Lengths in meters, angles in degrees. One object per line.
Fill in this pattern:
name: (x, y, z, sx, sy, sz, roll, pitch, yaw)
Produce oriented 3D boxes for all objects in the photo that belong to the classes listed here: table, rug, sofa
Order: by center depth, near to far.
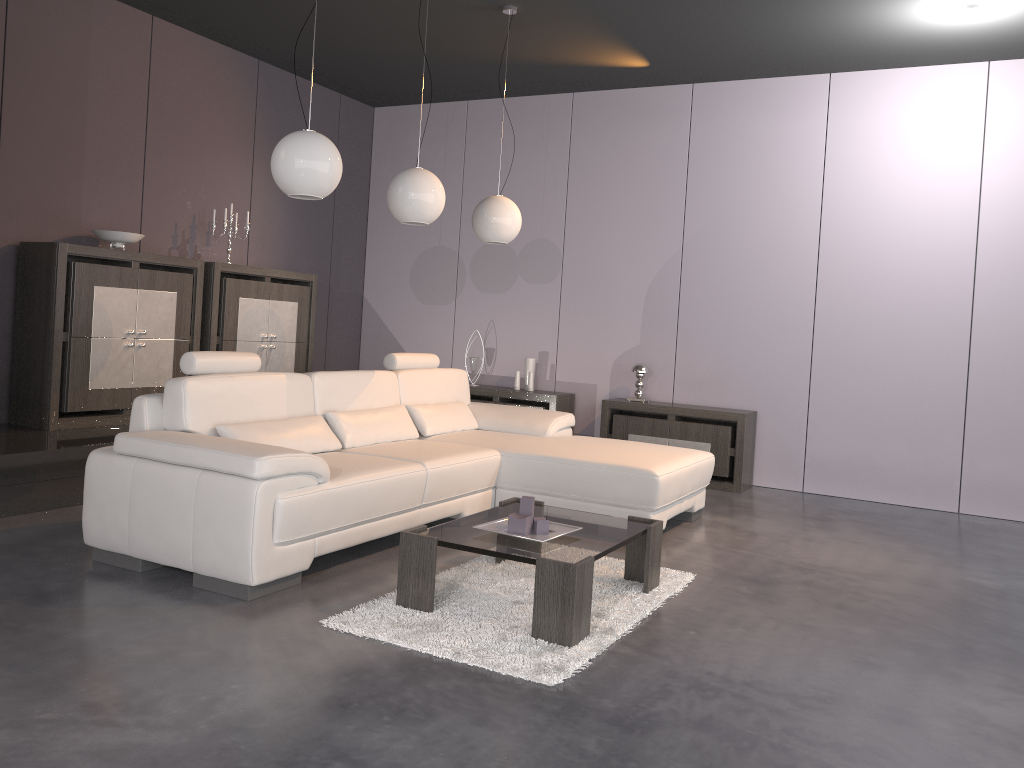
rug: (0.081, 0.825, 3.451, 0.918, 0.023, 1.526, 5, 4, 27)
table: (0.105, 0.688, 3.458, 0.702, 0.270, 0.905, 5, 4, 27)
sofa: (-0.263, 0.323, 4.419, 1.871, 0.858, 2.862, 5, 4, 27)

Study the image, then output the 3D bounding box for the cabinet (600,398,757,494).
cabinet: (1.211, 0.435, 6.542, 1.074, 0.554, 0.377, 5, 2, 27)

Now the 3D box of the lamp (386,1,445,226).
lamp: (-0.467, -1.545, 4.631, 0.307, 1.414, 0.307, 4, 1, 31)

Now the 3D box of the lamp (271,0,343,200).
lamp: (-0.863, -1.523, 3.873, 0.307, 1.414, 0.307, 3, 1, -5)

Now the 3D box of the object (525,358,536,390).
object: (0.141, -0.081, 7.190, 0.089, 0.263, 0.089, 3, 1, -11)

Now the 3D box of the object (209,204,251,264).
object: (-2.036, -1.079, 6.391, 0.229, 0.445, 0.230, 2, 2, -45)

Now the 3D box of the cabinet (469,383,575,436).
cabinet: (-0.069, 0.315, 7.211, 1.074, 0.554, 0.377, 5, 2, 27)

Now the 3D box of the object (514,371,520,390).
object: (0.044, -0.028, 7.141, 0.051, 0.152, 0.051, 4, 1, 6)

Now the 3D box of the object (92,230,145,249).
object: (-2.487, -0.893, 5.591, 0.308, 0.116, 0.309, 2, 4, -29)

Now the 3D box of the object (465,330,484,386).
object: (-0.309, -0.220, 7.344, 0.124, 0.465, 0.108, 4, 1, 28)

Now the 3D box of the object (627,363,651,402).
object: (0.969, -0.016, 6.708, 0.140, 0.284, 0.140, 4, 1, 27)

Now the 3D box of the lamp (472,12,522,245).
lamp: (-0.059, -1.569, 5.422, 0.307, 1.414, 0.307, 4, 1, 31)

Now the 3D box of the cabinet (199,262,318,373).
cabinet: (-1.954, -0.327, 6.616, 0.412, 1.074, 1.072, 4, 2, 27)

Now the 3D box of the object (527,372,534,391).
object: (0.151, -0.018, 7.085, 0.051, 0.152, 0.051, 4, 1, 6)

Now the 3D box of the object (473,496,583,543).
object: (0.065, 0.499, 3.353, 0.305, 0.136, 0.304, 5, 4, 32)

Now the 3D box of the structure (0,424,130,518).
structure: (-3.318, 0.469, 3.524, 1.002, 0.300, 8.771, 5, 4, 27)

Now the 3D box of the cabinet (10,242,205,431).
cabinet: (-2.493, -0.296, 5.584, 0.412, 1.074, 1.072, 4, 2, 27)
